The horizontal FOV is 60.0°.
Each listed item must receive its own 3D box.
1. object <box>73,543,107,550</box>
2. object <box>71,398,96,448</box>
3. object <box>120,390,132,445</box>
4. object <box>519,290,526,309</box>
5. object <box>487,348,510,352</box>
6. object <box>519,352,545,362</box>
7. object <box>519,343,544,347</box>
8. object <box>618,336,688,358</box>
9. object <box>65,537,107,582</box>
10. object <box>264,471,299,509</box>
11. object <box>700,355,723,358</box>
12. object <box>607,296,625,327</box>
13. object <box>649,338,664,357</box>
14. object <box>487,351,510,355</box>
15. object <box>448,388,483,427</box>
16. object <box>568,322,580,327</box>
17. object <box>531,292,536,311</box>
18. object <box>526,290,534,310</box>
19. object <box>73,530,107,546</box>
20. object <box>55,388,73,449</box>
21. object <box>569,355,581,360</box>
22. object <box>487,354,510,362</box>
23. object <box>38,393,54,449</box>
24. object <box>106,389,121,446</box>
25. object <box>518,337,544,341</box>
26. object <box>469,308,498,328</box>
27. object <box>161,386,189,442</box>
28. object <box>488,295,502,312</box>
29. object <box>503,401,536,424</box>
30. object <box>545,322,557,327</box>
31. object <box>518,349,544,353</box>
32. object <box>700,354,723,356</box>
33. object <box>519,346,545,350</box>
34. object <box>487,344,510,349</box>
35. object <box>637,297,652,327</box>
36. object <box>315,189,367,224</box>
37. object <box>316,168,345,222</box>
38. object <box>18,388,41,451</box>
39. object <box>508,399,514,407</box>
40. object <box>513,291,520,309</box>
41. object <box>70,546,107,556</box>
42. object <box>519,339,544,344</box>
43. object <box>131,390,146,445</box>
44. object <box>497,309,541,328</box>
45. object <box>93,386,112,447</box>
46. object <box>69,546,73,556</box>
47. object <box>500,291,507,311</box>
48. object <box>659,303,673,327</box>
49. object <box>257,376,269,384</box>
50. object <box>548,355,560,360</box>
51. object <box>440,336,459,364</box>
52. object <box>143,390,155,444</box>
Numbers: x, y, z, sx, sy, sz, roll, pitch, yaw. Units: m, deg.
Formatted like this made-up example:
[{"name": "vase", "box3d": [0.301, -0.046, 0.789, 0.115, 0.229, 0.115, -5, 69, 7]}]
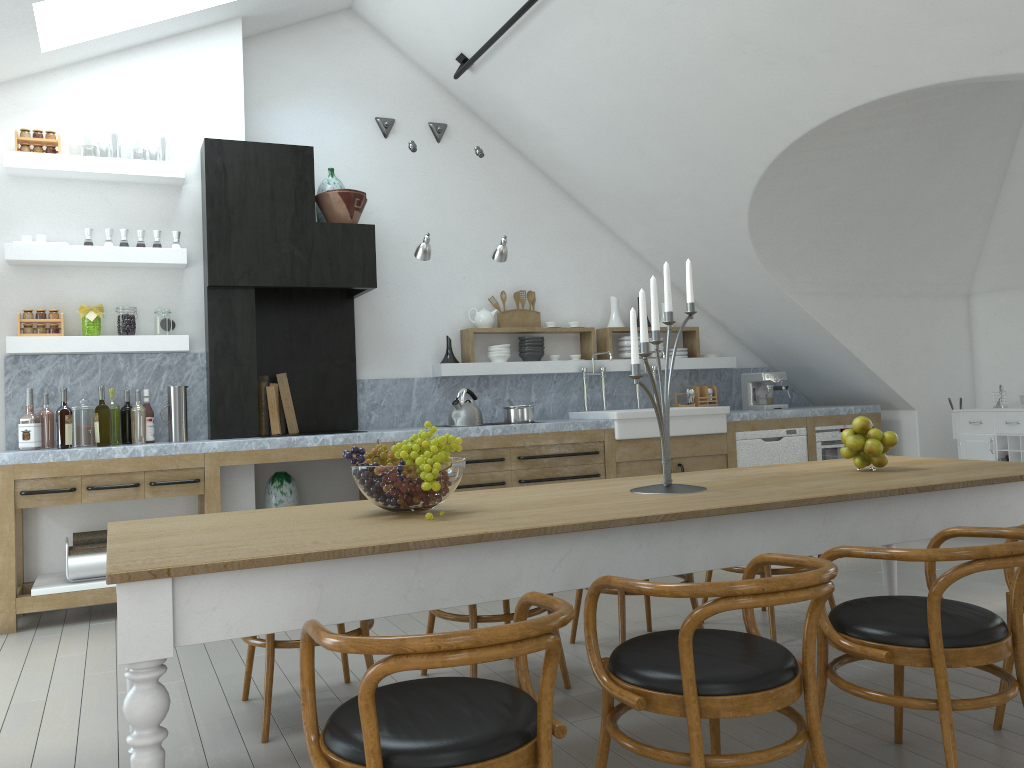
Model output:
[{"name": "object", "box3d": [-2.336, 0.958, 5.123, 0.362, 0.087, 0.101, -2, -2, -27]}, {"name": "object", "box3d": [-2.533, 0.229, 5.239, 0.184, 0.286, 0.183, -2, -2, 0]}, {"name": "object", "box3d": [-2.325, 0.202, 5.363, 0.085, 0.331, 0.085, -2, -3, -16]}, {"name": "object", "box3d": [0.088, -0.595, 7.048, 0.057, 0.300, 0.019, -1, -3, -24]}, {"name": "object", "box3d": [-0.101, -0.242, 6.910, 0.181, 0.069, 0.181, -2, -1, -7]}, {"name": "object", "box3d": [0.157, -0.209, 7.024, 0.206, 0.072, 0.205, -2, -1, -37]}, {"name": "object", "box3d": [0.155, -0.285, 7.028, 0.206, 0.072, 0.205, -2, -1, -37]}, {"name": "object", "box3d": [1.196, -0.304, 7.500, 0.657, 0.196, 0.197, -2, -2, -25]}, {"name": "object", "box3d": [-2.313, 0.994, 5.182, 0.527, 0.232, 0.428, -2, -2, -27]}, {"name": "object", "box3d": [-1.549, 0.842, 5.967, 0.230, 0.499, 0.230, -3, -3, 17]}, {"name": "object", "box3d": [1.738, -0.232, 7.751, 0.213, 0.025, 0.213, -2, -1, -37]}, {"name": "object", "box3d": [0.861, -0.597, 7.388, 0.156, 0.268, 0.156, -1, -3, -36]}, {"name": "object", "box3d": [1.206, -0.307, 7.478, 0.158, 0.160, 0.154, -3, -2, 4]}, {"name": "object", "box3d": [-0.103, -0.218, 6.907, 0.181, 0.065, 0.181, -3, -1, 13]}, {"name": "object", "box3d": [-0.330, 0.163, 6.238, 0.246, 0.268, 0.246, -2, -2, -14]}, {"name": "object", "box3d": [0.510, -0.479, 7.226, 0.098, 0.049, 0.098, -2, -2, -27]}, {"name": "object", "box3d": [0.172, -0.597, 7.108, 0.057, 0.294, 0.030, -1, -3, -24]}, {"name": "object", "box3d": [0.145, -0.596, 7.077, 0.068, 0.298, 0.039, -1, -3, -24]}, {"name": "object", "box3d": [-2.394, 0.904, 5.163, 0.292, 0.102, 0.103, -2, -2, -27]}, {"name": "object", "box3d": [-2.545, 0.201, 5.039, 0.092, 0.359, 0.093, -3, -3, 10]}, {"name": "object", "box3d": [0.515, -0.211, 7.210, 0.098, 0.049, 0.098, -2, -2, -27]}, {"name": "object", "box3d": [-0.101, -0.196, 6.907, 0.181, 0.064, 0.181, -2, -1, -2]}, {"name": "object", "box3d": [-2.709, 0.217, 5.157, 0.085, 0.331, 0.085, -2, -3, -16]}, {"name": "object", "box3d": [-2.365, 0.198, 5.243, 0.092, 0.339, 0.092, -2, -3, -6]}, {"name": "object", "box3d": [0.153, -0.338, 7.036, 0.205, 0.080, 0.205, -2, -1, -22]}, {"name": "object", "box3d": [-0.223, -0.510, 6.904, 0.168, 0.169, 0.174, -1, -2, -41]}, {"name": "object", "box3d": [-2.053, 0.183, 5.404, 0.164, 0.340, 0.114, -1, -3, -21]}, {"name": "object", "box3d": [-0.092, -0.572, 6.985, 0.199, 0.259, 0.016, -2, -3, -14]}, {"name": "object", "box3d": [0.107, 0.213, 6.437, 0.394, 0.170, 0.232, -1, -2, -45]}, {"name": "object", "box3d": [0.315, -0.472, 7.137, 0.098, 0.049, 0.098, -2, -2, -27]}, {"name": "object", "box3d": [0.155, -0.235, 7.025, 0.205, 0.086, 0.205, -3, -1, 13]}, {"name": "object", "box3d": [1.737, -0.241, 7.751, 0.213, 0.025, 0.213, -2, -1, -37]}, {"name": "object", "box3d": [0.159, -0.263, 7.022, 0.205, 0.086, 0.205, -3, -1, 18]}, {"name": "object", "box3d": [-0.101, -0.271, 6.912, 0.180, 0.076, 0.181, -3, -1, 13]}, {"name": "object", "box3d": [1.102, -0.605, 7.494, 0.156, 0.268, 0.156, -2, -2, -20]}, {"name": "object", "box3d": [-1.165, -1.173, 6.044, 0.348, 0.237, 0.366, -2, -2, -7]}, {"name": "object", "box3d": [-1.290, -1.297, 6.356, 0.230, 0.504, 0.230, -3, -3, 17]}, {"name": "object", "box3d": [-2.743, 0.201, 5.043, 0.088, 0.360, 0.085, -2, -3, -3]}, {"name": "object", "box3d": [0.019, 0.191, 6.436, 0.051, 0.167, 0.235, -1, -2, -29]}, {"name": "object", "box3d": [0.049, -0.594, 7.052, 0.061, 0.300, 0.040, -1, -3, -27]}, {"name": "object", "box3d": [-2.278, 0.970, 5.064, 0.437, 0.093, 0.092, -2, -2, -27]}, {"name": "object", "box3d": [0.156, -0.310, 7.034, 0.205, 0.084, 0.205, -2, -1, 3]}, {"name": "object", "box3d": [-2.226, 0.199, 5.283, 0.085, 0.331, 0.085, -2, -3, -16]}, {"name": "object", "box3d": [0.056, -0.515, 7.039, 0.353, 0.158, 0.084, -2, -2, -24]}, {"name": "object", "box3d": [-2.367, 0.192, 5.123, 0.092, 0.359, 0.092, -3, -3, 20]}, {"name": "object", "box3d": [-2.370, 0.974, 5.218, 0.435, 0.079, 0.114, -2, -2, -27]}, {"name": "object", "box3d": [-0.060, -0.591, 7.003, 0.055, 0.299, 0.027, -1, -3, -24]}, {"name": "object", "box3d": [1.303, -0.587, 7.594, 0.156, 0.219, 0.156, 0, -3, -43]}, {"name": "object", "box3d": [-1.718, 0.173, 6.127, 0.089, 0.459, 0.110, -1, -3, -24]}, {"name": "object", "box3d": [0.340, -0.205, 7.131, 0.098, 0.049, 0.098, -2, -2, -27]}, {"name": "object", "box3d": [-0.479, -0.262, 6.762, 0.156, 0.219, 0.156, 0, -3, -43]}, {"name": "object", "box3d": [-2.222, 0.199, 5.394, 0.081, 0.330, 0.081, -3, -3, 3]}]
